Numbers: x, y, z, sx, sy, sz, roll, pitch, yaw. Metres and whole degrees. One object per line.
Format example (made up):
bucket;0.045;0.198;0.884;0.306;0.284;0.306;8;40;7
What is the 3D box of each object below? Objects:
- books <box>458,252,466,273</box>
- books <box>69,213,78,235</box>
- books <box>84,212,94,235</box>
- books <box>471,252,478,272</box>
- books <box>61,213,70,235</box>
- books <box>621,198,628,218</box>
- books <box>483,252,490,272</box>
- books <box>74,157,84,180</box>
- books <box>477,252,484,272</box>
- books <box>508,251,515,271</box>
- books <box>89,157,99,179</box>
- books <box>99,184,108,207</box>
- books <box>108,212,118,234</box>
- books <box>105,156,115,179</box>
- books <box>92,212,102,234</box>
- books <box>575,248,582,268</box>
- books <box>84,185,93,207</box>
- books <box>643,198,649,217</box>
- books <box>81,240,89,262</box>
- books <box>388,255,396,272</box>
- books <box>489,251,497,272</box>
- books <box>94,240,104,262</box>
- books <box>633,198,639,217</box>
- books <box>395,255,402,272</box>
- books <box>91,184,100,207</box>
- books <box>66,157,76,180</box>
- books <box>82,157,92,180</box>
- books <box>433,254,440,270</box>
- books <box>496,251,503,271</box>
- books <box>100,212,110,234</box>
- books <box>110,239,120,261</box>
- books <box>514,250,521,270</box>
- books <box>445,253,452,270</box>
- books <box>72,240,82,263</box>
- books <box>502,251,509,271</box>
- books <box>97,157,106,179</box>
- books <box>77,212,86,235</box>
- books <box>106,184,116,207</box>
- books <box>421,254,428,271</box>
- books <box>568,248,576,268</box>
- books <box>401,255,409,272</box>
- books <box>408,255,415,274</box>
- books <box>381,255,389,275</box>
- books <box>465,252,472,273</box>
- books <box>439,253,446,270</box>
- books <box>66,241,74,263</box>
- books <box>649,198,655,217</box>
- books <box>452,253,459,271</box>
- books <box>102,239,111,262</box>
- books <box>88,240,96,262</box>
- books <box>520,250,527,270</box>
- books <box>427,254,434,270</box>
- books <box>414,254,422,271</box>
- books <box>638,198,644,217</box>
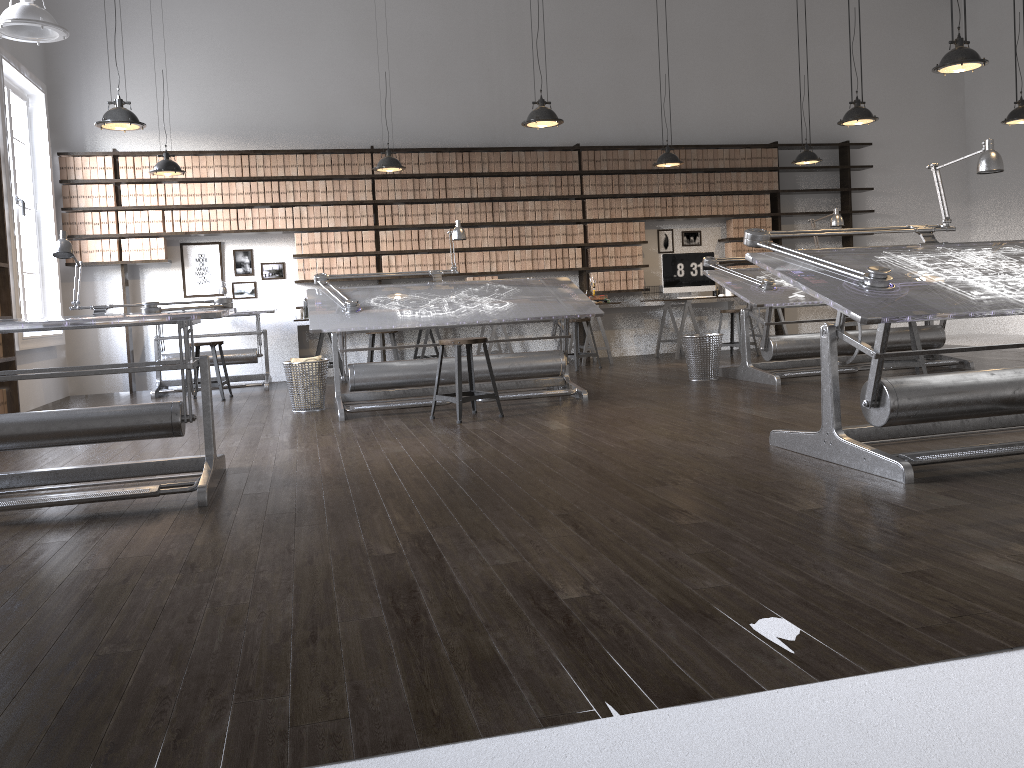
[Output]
books;-0.564;-1.340;9.821;0.067;0.225;0.175;-4;4;-13
books;-4.391;-1.601;8.907;0.067;0.225;0.175;-4;4;-13
books;-4.252;-1.611;8.935;0.067;0.225;0.175;-4;4;-13
books;-0.429;-1.350;9.856;0.067;0.225;0.175;-4;4;-13
books;-4.455;-1.596;8.886;0.067;0.225;0.175;-4;4;-13
books;1.270;-2.023;10.236;0.067;0.225;0.175;-4;4;-13
books;-0.297;-1.359;9.882;0.067;0.225;0.175;-4;4;-13
books;-4.334;-2.156;8.900;0.067;0.225;0.175;-4;4;-13
books;-0.367;-1.354;9.866;0.067;0.225;0.175;-4;4;-13
books;-0.023;-1.380;9.948;0.067;0.225;0.175;-4;4;-13
books;-4.199;-2.166;8.934;0.067;0.225;0.175;-4;4;-13
books;-4.122;-1.895;8.961;0.067;0.225;0.175;-4;4;-13
books;-4.039;-1.627;8.990;0.067;0.225;0.175;-4;4;-13
books;-4.060;-2.176;8.964;0.067;0.225;0.175;-4;4;-13
books;-4.184;-1.617;8.956;0.067;0.225;0.175;-4;4;-13
books;0.740;-1.437;10.130;0.067;0.225;0.175;-4;4;-13
books;-4.252;-1.885;8.929;0.067;0.225;0.175;-4;4;-13
books;1.531;-2.043;10.302;0.067;0.225;0.175;-4;4;-13
books;-4.292;-1.332;8.939;0.067;0.225;0.175;-4;4;-13
books;-1.310;-1.284;9.647;0.067;0.225;0.175;-4;4;-13
books;-0.227;-1.365;9.902;0.067;0.225;0.175;-4;4;-13
books;-4.165;-1.340;8.962;0.067;0.225;0.175;-4;4;-13
books;1.401;-2.034;10.270;0.067;0.225;0.175;-4;4;-13
books;-1.243;-1.289;9.667;0.067;0.225;0.175;-4;4;-13
books;-4.186;-1.889;8.940;0.067;0.225;0.175;-4;4;-13
books;-4.404;-2.150;8.880;0.067;0.225;0.175;-4;4;-13
books;-4.267;-2.161;8.919;0.067;0.225;0.175;-4;4;-13
books;-0.845;-1.319;9.760;0.067;0.225;0.175;-4;4;-13
books;-0.160;-1.370;9.922;0.067;0.225;0.175;-4;4;-13
books;-4.110;-1.622;8.968;0.067;0.225;0.175;-4;4;-13
books;-4.026;-1.351;8.999;0.067;0.225;0.175;-4;4;-13
books;0.047;-1.385;9.967;0.067;0.225;0.175;-4;4;-13
books;-0.706;-1.329;9.788;0.067;0.225;0.175;-4;4;-13
books;-4.363;-1.326;8.917;0.067;0.225;0.175;-4;4;-13
books;-0.092;-1.375;9.936;0.067;0.225;0.175;-4;4;-13
books;-4.130;-2.171;8.946;0.067;0.225;0.175;-4;4;-13
books;-4.322;-1.606;8.923;0.067;0.225;0.175;-4;4;-13
books;-4.053;-1.900;8.978;0.067;0.225;0.175;-4;4;-13
books;-0.975;-1.309;9.728;0.067;0.225;0.175;-4;4;-13
books;0.664;-1.431;10.110;0.067;0.225;0.175;-4;4;-13
books;-1.175;-1.294;9.681;0.067;0.225;0.175;-4;4;-13
books;-1.106;-1.299;9.693;0.067;0.225;0.175;-4;4;-13
books;-1.380;-1.278;9.627;0.067;0.225;0.175;-4;4;-13
books;-0.494;-1.345;9.843;0.067;0.225;0.175;-4;4;-13
books;-0.776;-1.324;9.776;0.067;0.225;0.175;-4;4;-13
books;-4.437;-1.321;8.905;0.067;0.225;0.175;-4;4;-13
books;1.600;-2.049;10.318;0.067;0.225;0.175;-4;4;-13
books;-0.638;-1.334;9.809;0.067;0.225;0.175;-4;4;-13
books;-4.095;-1.346;8.979;0.067;0.225;0.175;-4;4;-13
books;-4.228;-1.336;8.952;0.067;0.225;0.175;-4;4;-13
books;0.108;-1.390;9.983;0.067;0.225;0.175;-4;4;-13
books;-0.909;-1.313;9.738;0.067;0.225;0.175;-4;4;-13
books;-1.036;-1.304;9.712;0.067;0.225;0.175;-4;4;-13
books;1.467;-2.038;10.281;0.067;0.225;0.175;-4;4;-13
